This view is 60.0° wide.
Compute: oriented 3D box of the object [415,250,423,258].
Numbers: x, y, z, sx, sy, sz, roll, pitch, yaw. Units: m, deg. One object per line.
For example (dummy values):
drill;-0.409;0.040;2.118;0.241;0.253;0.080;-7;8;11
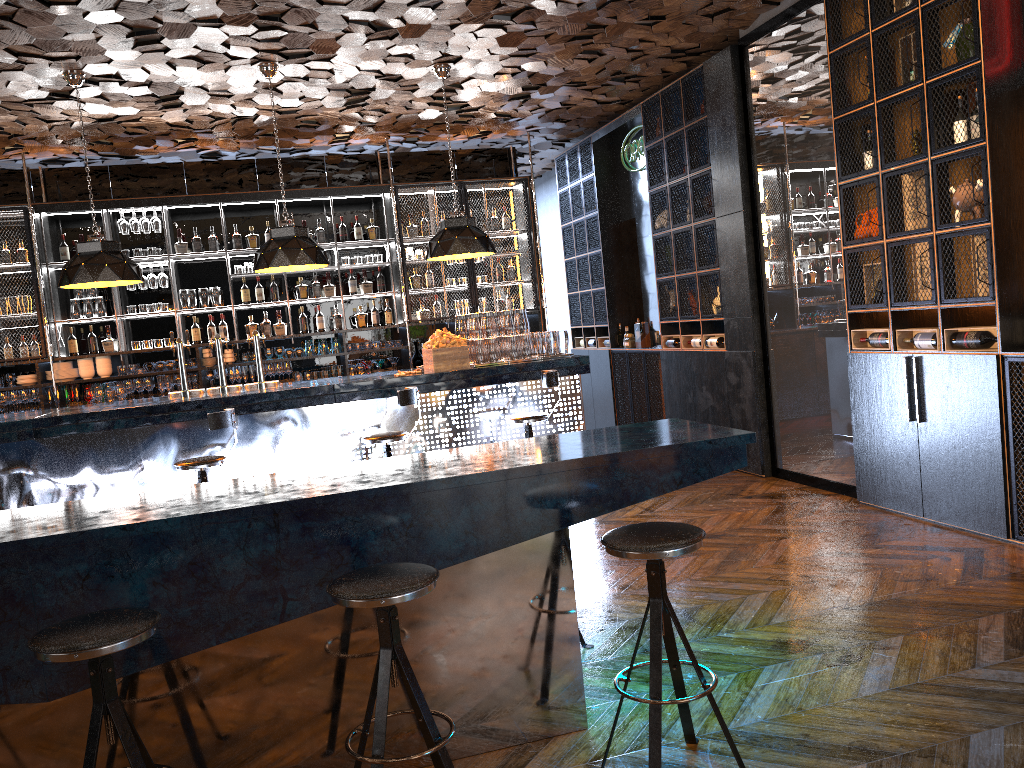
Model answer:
object;-1.032;-1.441;9.842;0.089;0.092;0.089;-5;4;10

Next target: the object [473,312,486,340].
object;-0.265;-0.462;7.057;0.105;0.209;0.105;-5;4;9

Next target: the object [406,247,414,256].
object;-1.128;-1.456;9.788;0.089;0.092;0.089;-5;4;10

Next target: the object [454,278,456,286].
object;-0.681;-1.142;10.026;0.089;0.092;0.089;-2;5;41

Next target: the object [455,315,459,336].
object;-0.440;-0.483;7.593;0.105;0.209;0.105;-5;4;9

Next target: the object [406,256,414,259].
object;-1.126;-1.430;9.790;0.089;0.092;0.089;-5;4;10

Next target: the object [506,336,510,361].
object;0.001;-0.289;7.207;0.105;0.209;0.105;-5;4;9

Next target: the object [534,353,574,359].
object;0.316;-0.232;7.337;0.273;0.019;0.437;-7;4;-16

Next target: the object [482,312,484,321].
object;-0.200;-0.479;7.202;0.105;0.209;0.105;-5;4;9

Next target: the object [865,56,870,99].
object;2.440;-2.004;5.800;0.224;0.390;0.222;-8;5;-31

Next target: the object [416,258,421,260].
object;-1.030;-1.421;9.843;0.089;0.092;0.089;-5;4;10

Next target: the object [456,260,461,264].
object;-0.609;-1.492;10.090;0.092;0.244;0.092;-7;4;-21

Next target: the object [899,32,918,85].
object;2.501;-1.964;5.416;0.119;0.352;0.222;-7;4;-16

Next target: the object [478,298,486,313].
object;-0.338;-0.866;10.028;0.105;0.209;0.105;-8;5;-30

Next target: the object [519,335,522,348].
object;0.103;-0.302;7.243;0.105;0.209;0.105;-5;4;9

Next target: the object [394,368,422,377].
object;-0.816;-0.087;6.881;0.198;0.045;0.377;-4;4;23

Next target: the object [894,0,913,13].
object;2.513;-2.376;5.395;0.152;0.297;0.361;-7;4;-17

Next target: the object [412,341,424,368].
object;-1.050;-0.321;9.851;0.186;0.307;0.186;-6;4;-10

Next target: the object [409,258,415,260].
object;-1.124;-1.408;9.791;0.089;0.092;0.089;-5;4;10

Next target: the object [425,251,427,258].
object;-0.922;-1.433;9.861;0.089;0.092;0.089;-3;5;35

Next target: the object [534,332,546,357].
object;0.241;-0.327;7.432;0.105;0.209;0.105;-5;4;9

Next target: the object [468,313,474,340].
object;-0.306;-0.466;7.166;0.105;0.209;0.105;-5;4;9

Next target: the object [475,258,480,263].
object;-0.415;-1.515;10.145;0.092;0.244;0.092;-7;4;-21

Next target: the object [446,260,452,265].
object;-0.714;-1.479;10.061;0.092;0.244;0.092;-7;4;-21

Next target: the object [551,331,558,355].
object;0.334;-0.329;7.333;0.105;0.209;0.105;-5;4;9

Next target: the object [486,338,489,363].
object;-0.165;-0.269;7.159;0.105;0.209;0.105;-5;4;9

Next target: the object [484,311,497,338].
object;-0.179;-0.473;7.086;0.105;0.209;0.105;-5;4;9

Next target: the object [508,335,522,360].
object;0.021;-0.283;7.093;0.105;0.209;0.105;-5;4;9

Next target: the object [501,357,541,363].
object;0.051;-0.199;7.249;0.273;0.019;0.437;-7;4;-16

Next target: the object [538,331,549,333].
object;0.279;-0.347;7.657;0.105;0.209;0.105;-9;5;-40

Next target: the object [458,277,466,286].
object;-0.559;-1.153;10.015;0.089;0.092;0.089;-7;4;-15

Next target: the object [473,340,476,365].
object;-0.267;-0.256;7.123;0.105;0.209;0.105;-5;4;9

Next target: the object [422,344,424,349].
object;-0.717;-0.245;7.608;0.105;0.209;0.105;-5;4;9

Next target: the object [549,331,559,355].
object;0.349;-0.341;7.470;0.105;0.209;0.105;-5;4;9

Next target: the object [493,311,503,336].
object;-0.131;-0.512;7.568;0.105;0.209;0.105;-5;4;9

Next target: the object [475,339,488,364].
object;-0.247;-0.250;7.009;0.105;0.209;0.105;-5;4;9

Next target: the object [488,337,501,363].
object;-0.145;-0.263;7.051;0.105;0.209;0.105;-5;4;9

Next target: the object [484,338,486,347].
object;-0.191;-0.275;7.279;0.105;0.209;0.105;-5;4;9

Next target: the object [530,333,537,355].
object;0.173;-0.335;7.640;0.105;0.209;0.105;-9;5;-40

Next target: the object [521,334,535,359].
object;0.123;-0.296;7.135;0.105;0.209;0.105;-5;4;9

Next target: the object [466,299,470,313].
object;-0.458;-0.857;10.056;0.105;0.209;0.105;-8;5;-30

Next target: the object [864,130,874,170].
object;2.382;-1.529;5.886;0.088;0.306;0.088;-6;4;-7

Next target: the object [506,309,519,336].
object;0.003;-0.495;7.141;0.105;0.209;0.105;-5;4;9

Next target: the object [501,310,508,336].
object;-0.038;-0.499;7.250;0.105;0.209;0.105;-5;4;9

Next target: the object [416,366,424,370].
object;-0.642;-0.149;7.513;0.273;0.019;0.437;-7;4;-16

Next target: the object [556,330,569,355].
object;0.413;-0.330;7.230;0.105;0.209;0.105;-9;5;-40

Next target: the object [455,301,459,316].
object;-0.595;-0.844;10.072;0.105;0.209;0.105;-8;5;-30

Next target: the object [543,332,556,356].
object;0.307;-0.318;7.213;0.105;0.209;0.105;-9;5;-40

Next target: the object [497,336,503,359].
object;-0.114;-0.300;7.520;0.105;0.209;0.105;-5;4;9

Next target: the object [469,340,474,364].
object;-0.300;-0.261;7.237;0.105;0.209;0.105;-5;4;9

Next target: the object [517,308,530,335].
object;0.089;-0.505;7.170;0.105;0.209;0.105;-5;4;9

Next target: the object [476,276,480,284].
object;-0.405;-1.167;9.994;0.089;0.092;0.089;-8;5;-31

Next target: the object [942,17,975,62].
object;2.569;-1.917;5.009;0.229;0.294;0.165;-2;6;43

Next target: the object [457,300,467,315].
object;-0.556;-0.840;9.964;0.105;0.209;0.105;-8;5;-30

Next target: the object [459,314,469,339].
object;-0.399;-0.479;7.484;0.105;0.209;0.105;-5;4;9

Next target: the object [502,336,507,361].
object;-0.032;-0.294;7.321;0.105;0.209;0.105;-5;4;9

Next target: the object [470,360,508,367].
object;-0.217;-0.167;7.165;0.273;0.019;0.437;-7;4;-16

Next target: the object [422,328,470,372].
object;-0.522;-0.282;7.057;0.340;0.332;0.464;-7;4;-12

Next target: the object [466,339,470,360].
object;-0.382;-0.267;7.436;0.105;0.209;0.105;-5;4;9
